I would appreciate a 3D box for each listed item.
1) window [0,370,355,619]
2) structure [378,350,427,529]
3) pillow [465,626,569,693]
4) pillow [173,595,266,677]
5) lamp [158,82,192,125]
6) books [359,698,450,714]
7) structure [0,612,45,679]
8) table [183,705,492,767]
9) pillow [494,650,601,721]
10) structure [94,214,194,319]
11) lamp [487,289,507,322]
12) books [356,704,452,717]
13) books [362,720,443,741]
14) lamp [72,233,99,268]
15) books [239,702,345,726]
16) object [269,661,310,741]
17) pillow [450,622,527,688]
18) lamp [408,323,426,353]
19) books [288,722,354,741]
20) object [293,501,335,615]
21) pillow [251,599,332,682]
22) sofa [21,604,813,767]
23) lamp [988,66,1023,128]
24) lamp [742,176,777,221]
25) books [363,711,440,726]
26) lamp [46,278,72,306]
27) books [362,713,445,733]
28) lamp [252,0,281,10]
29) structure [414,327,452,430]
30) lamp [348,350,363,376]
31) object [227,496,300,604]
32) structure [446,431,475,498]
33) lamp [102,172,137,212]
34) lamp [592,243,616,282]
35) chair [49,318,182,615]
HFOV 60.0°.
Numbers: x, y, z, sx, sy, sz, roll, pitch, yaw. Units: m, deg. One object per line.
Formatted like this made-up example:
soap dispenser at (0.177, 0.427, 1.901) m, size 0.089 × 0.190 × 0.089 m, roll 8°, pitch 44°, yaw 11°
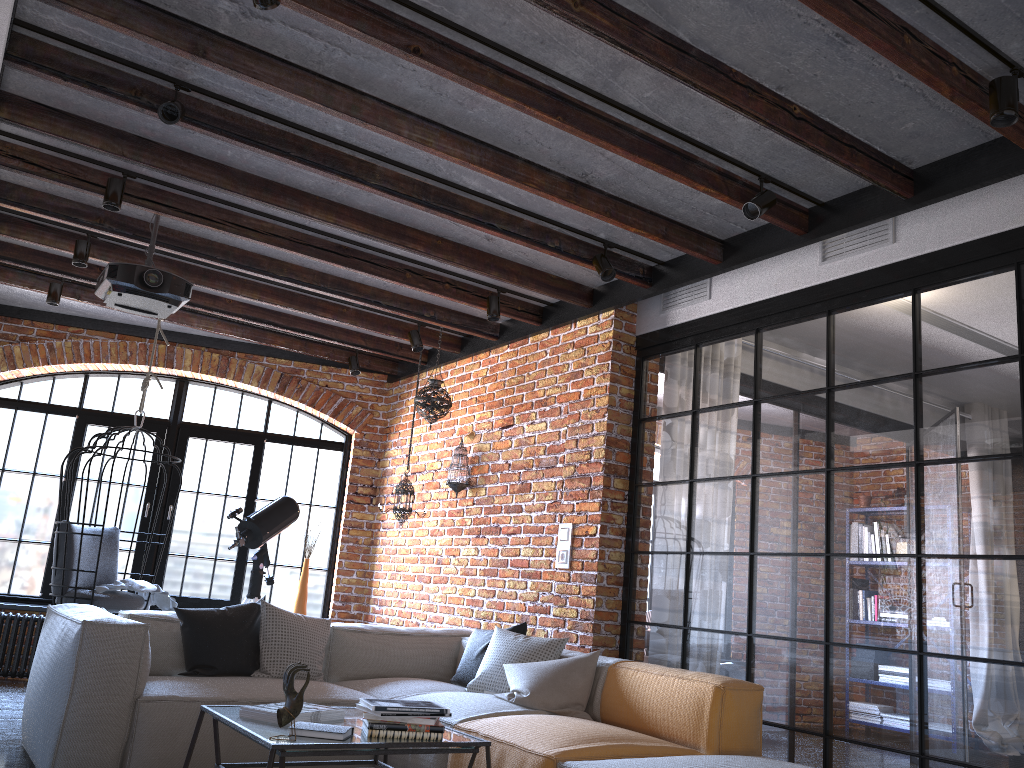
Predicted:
window at (-2.829, 0.863, 7.187) m, size 3.294 × 2.230 × 0.177 m, roll 9°, pitch -14°, yaw -15°
structure at (-0.728, 0.333, 6.458) m, size 0.389 × 1.435 × 0.339 m, roll 13°, pitch -16°, yaw -31°
pillow at (0.011, 1.418, 4.474) m, size 0.496 × 0.354 × 0.294 m, roll -7°, pitch -18°, yaw 41°
pillow at (-1.407, 1.245, 4.394) m, size 0.539 × 0.416 × 0.239 m, roll 18°, pitch -18°, yaw -42°
lamp at (-1.303, -1.074, 3.423) m, size 0.092 × 0.201 × 0.162 m, roll 9°, pitch -14°, yaw -16°
books at (-0.366, 1.088, 2.999) m, size 0.268 × 0.014 × 0.196 m, roll 11°, pitch -15°, yaw -21°
structure at (-3.661, 1.831, 6.193) m, size 1.115 × 0.475 × 0.106 m, roll 9°, pitch -14°, yaw -15°
table at (-0.610, 1.363, 3.029) m, size 0.843 × 0.388 × 0.849 m, roll 14°, pitch -16°, yaw -32°
pillow at (0.158, 1.378, 4.130) m, size 0.485 × 0.313 × 0.359 m, roll 3°, pitch -14°, yaw 10°
structure at (-1.879, -0.789, 4.655) m, size 0.410 × 0.815 × 0.464 m, roll 14°, pitch -16°, yaw -32°
lamp at (-0.106, -0.482, 5.430) m, size 0.113 × 0.194 × 0.085 m, roll -2°, pitch -15°, yaw 27°
books at (-0.367, 1.103, 2.996) m, size 0.268 × 0.014 × 0.196 m, roll 14°, pitch -16°, yaw -33°
books at (-0.371, 1.163, 2.978) m, size 0.247 × 0.024 × 0.209 m, roll 8°, pitch -14°, yaw -13°
lamp at (-2.473, -0.775, 5.125) m, size 0.116 × 0.188 × 0.083 m, roll 0°, pitch -14°, yaw 20°
books at (-0.767, 1.155, 3.116) m, size 0.225 × 0.038 × 0.309 m, roll -2°, pitch -15°, yaw 26°
object at (-0.670, 0.968, 2.716) m, size 0.099 × 0.222 × 0.093 m, roll 4°, pitch -13°, yaw 7°
pillow at (-0.132, 1.465, 4.783) m, size 0.263 × 0.400 × 0.510 m, roll 16°, pitch -17°, yaw -37°
lamp at (-0.677, -0.325, 6.267) m, size 0.134 × 0.207 × 0.090 m, roll -1°, pitch -15°, yaw 24°
books at (-0.604, 1.099, 2.812) m, size 0.182 × 0.029 × 0.129 m, roll 4°, pitch -14°, yaw 4°
object at (-1.602, 1.411, 7.135) m, size 0.270 × 1.052 × 0.299 m, roll 8°, pitch -14°, yaw -12°
pillow at (-1.116, 1.323, 4.549) m, size 0.250 × 0.401 × 0.544 m, roll -5°, pitch -17°, yaw 38°
sofa at (-0.395, 1.409, 3.605) m, size 2.538 × 0.696 × 3.303 m, roll 14°, pitch -16°, yaw -32°
lamp at (1.622, -0.943, 2.896) m, size 0.114 × 0.183 × 0.082 m, roll 0°, pitch -14°, yaw 21°
lamp at (1.045, -0.779, 3.741) m, size 0.159 × 0.207 × 0.082 m, roll 14°, pitch -16°, yaw -32°
books at (-0.371, 1.125, 3.011) m, size 0.239 × 0.022 × 0.191 m, roll 5°, pitch -14°, yaw 2°
lamp at (-3.067, -0.621, 5.994) m, size 0.121 × 0.183 × 0.082 m, roll 16°, pitch -17°, yaw -39°
books at (-0.368, 1.141, 2.984) m, size 0.251 × 0.023 × 0.209 m, roll 8°, pitch -14°, yaw -13°
lamp at (-0.736, -1.221, 2.625) m, size 0.083 × 0.190 × 0.161 m, roll 4°, pitch -13°, yaw 3°
structure at (-0.527, -0.064, 6.162) m, size 0.265 × 0.778 × 0.274 m, roll 4°, pitch -13°, yaw 6°
lamp at (-1.267, -0.168, 7.136) m, size 0.134 × 0.207 × 0.093 m, roll -3°, pitch -16°, yaw 32°
object at (-1.881, 1.482, 6.216) m, size 0.570 × 1.469 × 0.617 m, roll 7°, pitch -13°, yaw -6°
structure at (-0.363, 0.552, 6.172) m, size 0.169 × 0.482 × 0.169 m, roll 14°, pitch -16°, yaw -32°
lamp at (-1.899, -0.928, 4.285) m, size 0.119 × 0.183 × 0.082 m, roll 15°, pitch -16°, yaw -36°
lamp at (0.482, -0.624, 4.588) m, size 0.094 × 0.210 × 0.150 m, roll 13°, pitch -15°, yaw -30°
chair at (-2.453, 0.387, 5.666) m, size 0.682 × 2.217 × 0.803 m, roll 2°, pitch -14°, yaw 12°
